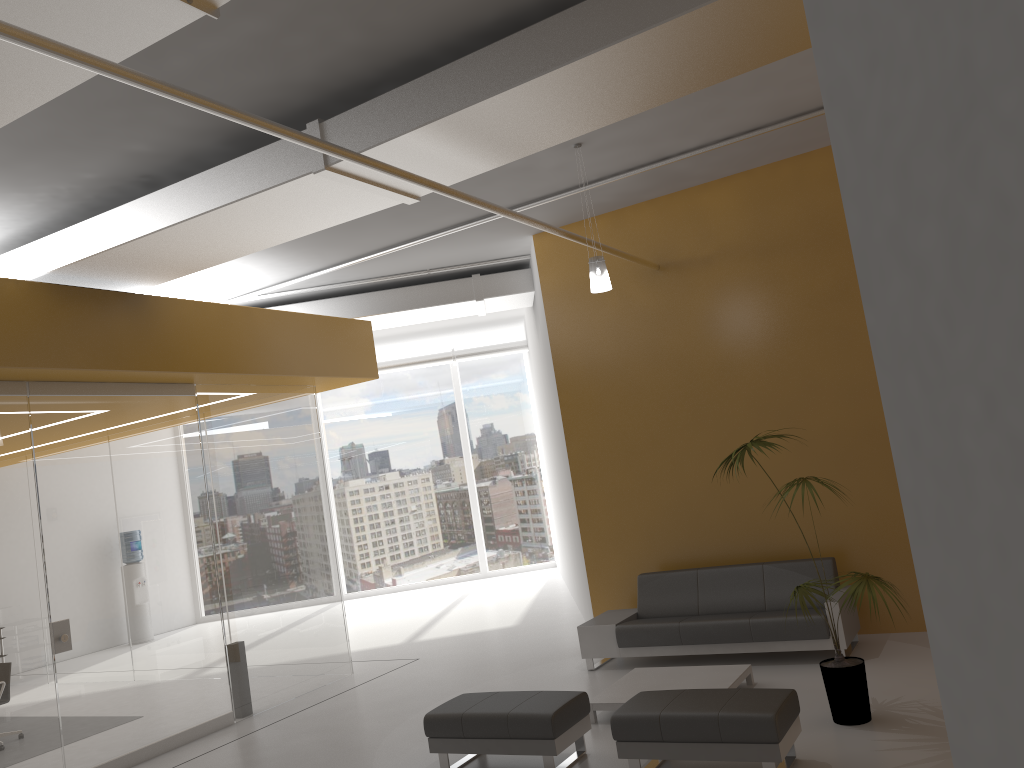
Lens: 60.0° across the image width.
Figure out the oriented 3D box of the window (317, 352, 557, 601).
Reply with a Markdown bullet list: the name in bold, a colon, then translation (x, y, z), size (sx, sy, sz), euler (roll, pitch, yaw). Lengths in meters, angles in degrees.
- **window**: translation (-2.267, 1.815, 17.598), size (8.533, 4.498, 0.100), euler (-9, -6, -1)

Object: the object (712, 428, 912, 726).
- **object**: translation (1.989, 1.263, 5.946), size (0.912, 1.956, 1.222), euler (-7, -6, -20)

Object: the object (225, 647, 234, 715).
- **object**: translation (-2.700, 2.908, 8.728), size (0.124, 0.706, 0.152), euler (-11, -6, 24)

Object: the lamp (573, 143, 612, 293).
- **lamp**: translation (0.629, -1.357, 7.212), size (0.174, 1.227, 0.174), euler (-7, -6, -20)

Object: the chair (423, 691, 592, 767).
- **chair**: translation (-0.019, 2.361, 6.021), size (1.012, 0.423, 0.575), euler (-12, -7, 29)

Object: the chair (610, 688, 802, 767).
- **chair**: translation (1.178, 2.105, 5.325), size (1.012, 0.423, 0.575), euler (-12, -7, 29)

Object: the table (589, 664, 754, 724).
- **table**: translation (1.241, 2.390, 6.856), size (1.000, 0.150, 1.000), euler (-12, -7, 29)

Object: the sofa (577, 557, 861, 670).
- **sofa**: translation (1.830, 2.116, 8.118), size (2.400, 0.761, 0.860), euler (-12, -7, 29)
